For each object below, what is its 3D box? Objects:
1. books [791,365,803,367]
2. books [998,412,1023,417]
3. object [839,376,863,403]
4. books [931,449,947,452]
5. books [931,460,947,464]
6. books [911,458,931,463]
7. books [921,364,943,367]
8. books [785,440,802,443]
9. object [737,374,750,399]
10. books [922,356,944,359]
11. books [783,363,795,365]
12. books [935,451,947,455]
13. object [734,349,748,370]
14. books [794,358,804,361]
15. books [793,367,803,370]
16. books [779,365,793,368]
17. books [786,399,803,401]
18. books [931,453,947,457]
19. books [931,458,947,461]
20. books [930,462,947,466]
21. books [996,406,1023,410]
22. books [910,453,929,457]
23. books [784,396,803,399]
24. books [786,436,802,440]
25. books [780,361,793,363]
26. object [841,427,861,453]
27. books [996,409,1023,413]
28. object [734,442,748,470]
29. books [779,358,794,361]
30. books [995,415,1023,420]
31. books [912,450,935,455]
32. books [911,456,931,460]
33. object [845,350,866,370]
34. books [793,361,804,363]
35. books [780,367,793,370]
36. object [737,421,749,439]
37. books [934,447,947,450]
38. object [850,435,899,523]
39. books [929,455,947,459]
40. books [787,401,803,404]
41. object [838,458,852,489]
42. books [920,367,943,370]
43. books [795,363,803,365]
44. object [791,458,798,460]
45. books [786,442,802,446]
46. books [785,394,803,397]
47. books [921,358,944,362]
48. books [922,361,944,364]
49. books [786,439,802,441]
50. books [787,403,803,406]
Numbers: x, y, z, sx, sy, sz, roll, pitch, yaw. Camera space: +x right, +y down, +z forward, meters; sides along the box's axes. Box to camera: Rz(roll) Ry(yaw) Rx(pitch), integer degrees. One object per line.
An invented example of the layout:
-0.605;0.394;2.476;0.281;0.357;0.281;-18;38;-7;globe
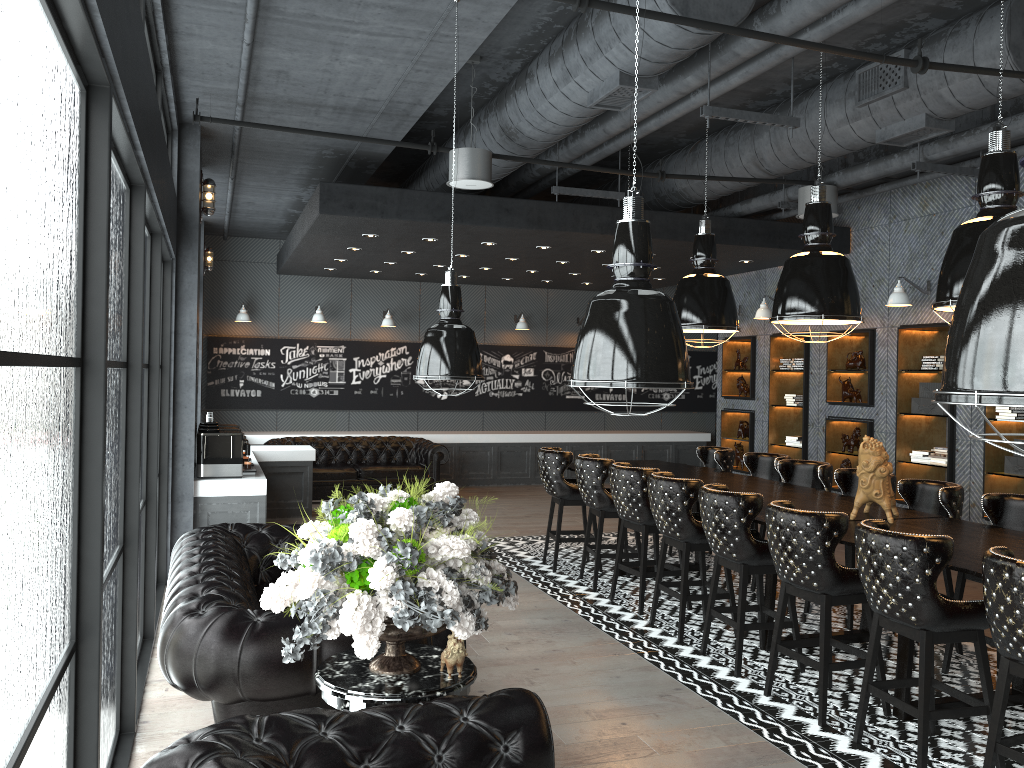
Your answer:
3.591;-0.216;10.886;0.193;0.028;0.245;1;1;-32;books
4.557;0.275;7.988;0.245;0.028;0.193;1;1;-20;books
3.813;0.069;9.969;0.154;0.309;0.324;1;0;-14;object
4.287;0.660;8.751;0.197;0.020;0.206;1;1;-17;books
4.278;0.767;8.757;0.158;0.021;0.224;1;1;-10;books
4.227;0.777;9.037;0.179;0.034;0.243;1;1;-40;books
4.277;-0.183;8.920;0.193;0.028;0.245;1;1;-8;books
3.536;0.716;11.009;0.166;0.024;0.227;1;1;-33;books
3.144;0.035;11.989;0.155;0.329;0.236;1;0;-14;object
4.291;-0.268;8.914;0.193;0.028;0.245;1;1;-16;books
3.556;-0.247;11.162;0.193;0.028;0.245;1;1;-12;books
4.311;0.682;8.755;0.244;0.023;0.247;1;1;-34;books
3.110;-0.337;11.999;0.097;0.290;0.290;1;0;-20;object
3.615;-0.300;10.877;0.245;0.028;0.193;2;1;43;books
3.612;-0.187;10.878;0.193;0.028;0.245;1;1;-40;books
3.501;-0.220;11.165;0.193;0.028;0.245;1;1;-7;books
3.549;0.199;10.977;0.245;0.028;0.193;1;1;-19;books
4.282;0.703;8.763;0.197;0.023;0.248;1;1;-2;books
4.278;0.745;8.758;0.202;0.022;0.228;1;1;-16;books
4.274;0.787;8.748;0.167;0.023;0.228;1;1;-19;books
4.538;0.218;8.003;0.245;0.028;0.193;1;1;-6;books
4.230;0.725;9.077;0.243;0.024;0.175;1;1;-20;books
3.532;0.170;10.993;0.245;0.028;0.193;1;1;-16;books
3.542;0.666;11.006;0.225;0.029;0.179;1;1;-36;books
3.518;-0.276;11.149;0.193;0.028;0.245;1;1;-14;books
3.814;0.625;10.000;0.143;0.306;0.317;1;0;-24;object
4.558;0.247;8.042;0.245;0.028;0.193;1;1;-13;books
3.117;0.971;12.023;0.170;0.362;0.269;1;0;-26;object
3.519;-0.304;11.148;0.193;0.028;0.245;1;1;-22;books
4.543;0.303;8.026;0.245;0.028;0.193;1;1;-26;books
4.224;0.698;9.036;0.225;0.029;0.179;1;1;-34;books
4.214;0.748;9.049;0.227;0.024;0.166;2;1;39;books
3.846;-0.268;9.936;0.138;0.222;0.278;1;0;-19;object
3.613;-0.272;10.878;0.193;0.028;0.245;1;1;-39;books
3.517;-0.192;11.149;0.193;0.028;0.245;1;1;-15;books
3.164;0.619;12.057;0.253;0.249;0.126;1;0;-44;object
4.307;0.639;8.763;0.185;0.024;0.212;1;1;-24;books
2.296;0.585;5.558;0.249;0.545;0.475;1;0;34;object
4.274;0.724;8.754;0.205;0.019;0.264;1;1;-20;books
3.541;0.227;10.933;0.245;0.028;0.193;1;1;-10;books
3.795;1.030;9.931;0.177;0.388;0.338;1;0;-11;object
4.283;-0.155;8.932;0.193;0.028;0.245;1;1;-19;books
3.642;-0.243;10.906;0.193;0.028;0.245;1;1;-37;books
3.571;1.047;11.017;0.314;0.251;0.157;1;0;-3;object
3.548;0.745;10.997;0.243;0.034;0.179;2;1;40;books
3.544;0.142;10.996;0.245;0.028;0.193;1;1;-26;books
4.297;-0.240;8.958;0.193;0.028;0.245;1;1;-13;books
4.291;-0.211;8.911;0.193;0.028;0.245;1;1;-28;books
3.557;0.693;11.018;0.243;0.024;0.175;1;1;-28;books
3.557;0.255;10.981;0.245;0.028;0.193;1;1;-23;books
